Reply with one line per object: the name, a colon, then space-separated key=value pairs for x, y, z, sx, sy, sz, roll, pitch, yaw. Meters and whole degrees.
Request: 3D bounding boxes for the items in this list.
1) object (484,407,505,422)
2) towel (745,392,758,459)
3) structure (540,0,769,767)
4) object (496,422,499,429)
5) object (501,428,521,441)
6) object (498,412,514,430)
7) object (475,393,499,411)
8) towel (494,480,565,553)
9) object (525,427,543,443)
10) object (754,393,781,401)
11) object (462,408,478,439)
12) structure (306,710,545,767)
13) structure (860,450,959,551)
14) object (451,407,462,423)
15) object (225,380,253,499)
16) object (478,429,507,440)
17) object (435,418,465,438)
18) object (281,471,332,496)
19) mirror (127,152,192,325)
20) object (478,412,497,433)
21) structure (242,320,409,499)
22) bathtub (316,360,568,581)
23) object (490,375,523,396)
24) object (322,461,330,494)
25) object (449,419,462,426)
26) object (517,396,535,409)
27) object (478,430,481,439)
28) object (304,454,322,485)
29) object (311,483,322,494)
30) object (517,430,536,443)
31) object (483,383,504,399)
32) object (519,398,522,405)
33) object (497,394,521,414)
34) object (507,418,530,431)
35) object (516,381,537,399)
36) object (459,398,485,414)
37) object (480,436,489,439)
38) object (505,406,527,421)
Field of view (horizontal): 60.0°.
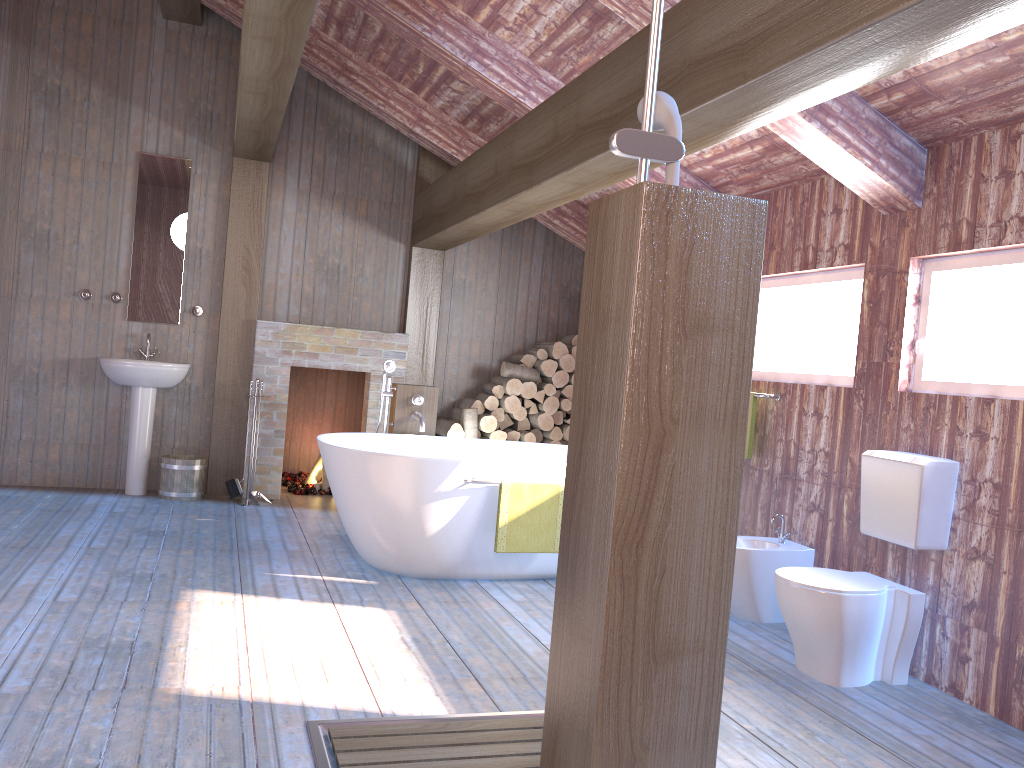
object: x=-0.156 y=0.229 z=6.950 sx=0.111 sy=0.113 sz=0.301 roll=5 pitch=1 yaw=-19
towel: x=1.235 y=0.216 z=4.925 sx=0.032 sy=0.361 sz=0.370 roll=5 pitch=1 yaw=-18
structure: x=0.289 y=0.027 z=1.838 sx=0.328 sy=2.209 sz=0.522 roll=5 pitch=1 yaw=2
object: x=-0.156 y=0.311 z=6.954 sx=0.064 sy=0.068 sz=0.174 roll=5 pitch=1 yaw=-19
object: x=-0.034 y=0.406 z=6.992 sx=0.114 sy=0.120 sz=0.303 roll=5 pitch=1 yaw=-17
object: x=-0.092 y=0.284 z=7.065 sx=0.128 sy=0.150 sz=0.323 roll=5 pitch=1 yaw=-18
object: x=-0.197 y=0.137 z=6.914 sx=0.115 sy=0.123 sz=0.291 roll=5 pitch=1 yaw=-17
towel: x=0.100 y=0.668 z=4.450 sx=0.370 sy=0.361 sz=0.032 roll=5 pitch=1 yaw=-22
object: x=0.141 y=0.404 z=7.150 sx=0.116 sy=0.118 sz=0.289 roll=5 pitch=1 yaw=-21
object: x=1.284 y=0.053 z=4.928 sx=0.091 sy=0.043 sz=0.581 roll=5 pitch=1 yaw=-18
object: x=-0.317 y=0.328 z=6.712 sx=0.147 sy=0.298 sz=0.109 roll=5 pitch=1 yaw=-16
structure: x=0.004 y=1.109 z=2.370 sx=1.000 sy=0.067 sz=1.000 roll=5 pitch=1 yaw=-19
structure: x=1.612 y=0.468 z=3.640 sx=0.182 sy=0.363 sz=0.358 roll=5 pitch=1 yaw=-17
object: x=-0.388 y=0.249 z=6.979 sx=0.108 sy=0.113 sz=0.302 roll=5 pitch=1 yaw=-18
object: x=-1.924 y=0.386 z=6.245 sx=0.136 sy=0.846 sz=0.062 roll=4 pitch=1 yaw=-37
object: x=-0.173 y=0.403 z=6.959 sx=0.139 sy=0.148 sz=0.458 roll=5 pitch=1 yaw=-18
object: x=-0.494 y=0.350 z=6.845 sx=0.139 sy=0.137 sz=0.455 roll=5 pitch=1 yaw=-20
object: x=-1.570 y=0.821 z=7.372 sx=0.829 sy=0.085 sz=0.935 roll=4 pitch=1 yaw=-36
mirror: x=-2.526 y=-1.035 z=6.359 sx=0.350 sy=1.199 sz=0.009 roll=5 pitch=1 yaw=-18
object: x=-0.243 y=0.288 z=6.915 sx=0.138 sy=0.147 sz=0.440 roll=5 pitch=1 yaw=-18
structure: x=-1.409 y=0.229 z=6.714 sx=1.130 sy=1.330 sz=0.226 roll=5 pitch=1 yaw=-18
bathtub: x=-0.111 y=0.474 z=4.974 sx=1.935 sy=1.109 sz=1.460 roll=5 pitch=1 yaw=4
object: x=-0.046 y=0.010 z=6.969 sx=0.135 sy=0.145 sz=0.439 roll=5 pitch=1 yaw=-18
object: x=-1.464 y=0.658 z=7.062 sx=0.098 sy=0.434 sz=0.283 roll=5 pitch=1 yaw=-20
object: x=-0.434 y=0.328 z=6.966 sx=0.099 sy=0.093 sz=0.280 roll=5 pitch=1 yaw=-17
object: x=0.094 y=0.147 z=7.017 sx=0.088 sy=0.092 sz=0.280 roll=5 pitch=1 yaw=-17
object: x=-0.340 y=0.377 z=6.984 sx=0.121 sy=0.124 sz=0.291 roll=5 pitch=1 yaw=-17
object: x=-1.573 y=0.703 z=7.203 sx=0.221 sy=0.306 sz=0.121 roll=5 pitch=1 yaw=9
object: x=-1.488 y=0.821 z=7.072 sx=0.085 sy=0.084 sz=0.278 roll=6 pitch=1 yaw=28
object: x=0.065 y=0.410 z=7.020 sx=0.098 sy=0.100 sz=0.437 roll=5 pitch=1 yaw=-20
object: x=-0.143 y=0.050 z=6.944 sx=0.106 sy=0.112 sz=0.282 roll=5 pitch=1 yaw=-17
object: x=0.028 y=0.133 z=6.979 sx=0.057 sy=0.061 sz=0.156 roll=5 pitch=1 yaw=-19
object: x=-0.068 y=0.146 z=6.962 sx=0.141 sy=0.143 sz=0.437 roll=5 pitch=1 yaw=-20
object: x=0.048 y=0.310 z=7.115 sx=0.104 sy=0.127 sz=0.321 roll=5 pitch=1 yaw=-18
object: x=0.062 y=0.033 z=7.006 sx=0.138 sy=0.147 sz=0.440 roll=5 pitch=1 yaw=-18
object: x=-0.315 y=0.172 z=6.928 sx=0.114 sy=0.113 sz=0.301 roll=5 pitch=1 yaw=-21
object: x=-0.299 y=0.487 z=6.931 sx=0.155 sy=0.174 sz=0.483 roll=5 pitch=1 yaw=-20
object: x=0.020 y=0.218 z=6.993 sx=0.115 sy=0.123 sz=0.291 roll=5 pitch=1 yaw=-17
